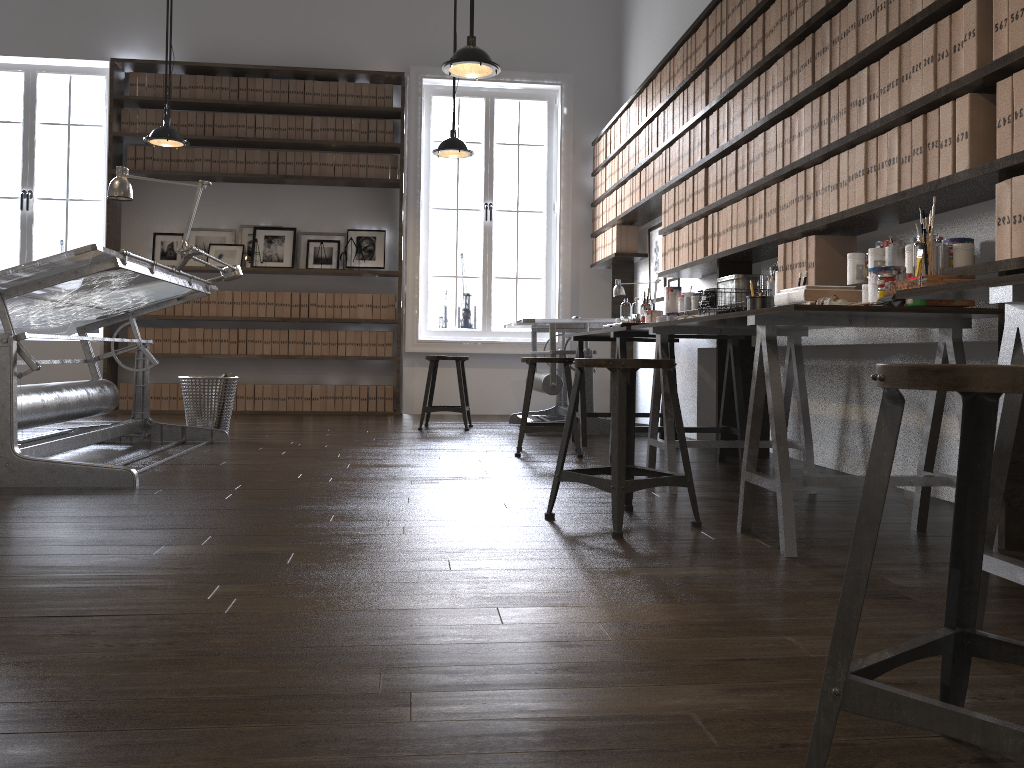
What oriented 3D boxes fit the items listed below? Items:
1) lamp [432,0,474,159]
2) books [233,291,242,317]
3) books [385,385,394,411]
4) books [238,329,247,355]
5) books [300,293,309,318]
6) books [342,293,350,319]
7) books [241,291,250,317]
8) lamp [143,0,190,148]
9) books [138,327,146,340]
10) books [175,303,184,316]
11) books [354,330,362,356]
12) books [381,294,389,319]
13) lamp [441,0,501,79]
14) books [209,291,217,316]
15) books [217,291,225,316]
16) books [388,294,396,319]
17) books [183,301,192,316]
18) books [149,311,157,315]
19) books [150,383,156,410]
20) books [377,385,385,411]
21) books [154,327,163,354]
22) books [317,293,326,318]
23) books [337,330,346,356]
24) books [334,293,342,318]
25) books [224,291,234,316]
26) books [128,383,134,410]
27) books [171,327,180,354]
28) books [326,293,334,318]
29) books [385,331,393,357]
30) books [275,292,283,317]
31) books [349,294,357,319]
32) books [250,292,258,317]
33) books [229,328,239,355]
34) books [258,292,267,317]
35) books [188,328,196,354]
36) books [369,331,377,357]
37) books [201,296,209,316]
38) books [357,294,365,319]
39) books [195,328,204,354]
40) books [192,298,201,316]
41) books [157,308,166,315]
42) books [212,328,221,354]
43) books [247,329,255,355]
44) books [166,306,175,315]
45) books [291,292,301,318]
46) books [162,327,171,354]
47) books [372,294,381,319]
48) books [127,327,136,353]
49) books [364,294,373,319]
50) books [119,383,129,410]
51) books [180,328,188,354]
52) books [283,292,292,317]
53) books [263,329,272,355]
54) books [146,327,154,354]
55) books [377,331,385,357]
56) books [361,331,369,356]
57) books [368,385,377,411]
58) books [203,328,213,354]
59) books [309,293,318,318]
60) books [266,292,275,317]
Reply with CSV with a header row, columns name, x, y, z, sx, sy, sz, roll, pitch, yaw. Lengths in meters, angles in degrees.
name,x,y,z,sx,sy,sz,roll,pitch,yaw
lamp,-0.422,-2.834,6.604,0.312,2.255,0.310,1,-1,-27
books,-2.381,-0.691,7.719,0.067,0.226,0.174,1,0,-6
books,-1.085,0.127,7.851,0.067,0.226,0.174,1,0,-6
books,-2.336,-0.368,7.717,0.067,0.226,0.174,1,0,-6
books,-1.816,-0.685,7.782,0.067,0.226,0.174,1,0,-6
books,-1.463,-0.681,7.821,0.067,0.226,0.174,1,0,-7
books,-2.311,-0.690,7.730,0.067,0.226,0.174,1,0,-7
lamp,-2.463,-2.854,6.379,0.312,2.255,0.310,1,-1,-27
books,-3.170,-0.376,7.622,0.067,0.226,0.174,1,0,-7
books,-2.860,-0.695,7.670,0.067,0.226,0.174,1,0,-6
books,-1.363,-0.358,7.830,0.067,0.226,0.174,1,0,-7
books,-1.130,-0.678,7.865,0.067,0.226,0.174,1,0,-6
lamp,-0.200,-2.771,4.670,0.312,2.255,0.310,1,-1,-27
books,-2.581,-0.692,7.695,0.067,0.226,0.174,1,0,-6
books,-2.515,-0.692,7.707,0.067,0.226,0.174,1,0,-7
books,-1.064,-0.677,7.865,0.067,0.226,0.174,1,0,-6
books,-2.789,-0.695,7.673,0.067,0.226,0.174,1,0,-6
books,-3.073,-0.698,7.644,0.067,0.226,0.174,1,0,-7
books,-3.098,0.107,7.624,0.067,0.226,0.174,1,0,-7
books,-1.160,0.126,7.845,0.067,0.226,0.174,1,0,-7
books,-3.030,-0.375,7.645,0.067,0.226,0.174,1,0,-6
books,-1.671,-0.683,7.799,0.067,0.226,0.174,1,0,-7
books,-1.497,-0.359,7.812,0.067,0.226,0.174,1,0,-6
books,-1.531,-0.682,7.819,0.067,0.226,0.174,1,0,-6
books,-2.453,-0.691,7.712,0.067,0.226,0.174,1,0,-7
books,-3.240,0.106,7.610,0.067,0.226,0.174,1,0,-7
books,-2.890,-0.373,7.655,0.067,0.226,0.174,1,0,-7
books,-1.601,-0.683,7.811,0.067,0.226,0.174,1,0,-6
books,-1.089,-0.355,7.858,0.067,0.226,0.174,1,0,-6
books,-2.028,-0.687,7.757,0.067,0.226,0.174,1,0,-7
books,-1.397,-0.681,7.833,0.067,0.226,0.174,1,0,-6
books,-2.242,-0.689,7.740,0.067,0.226,0.174,1,0,-7
books,-2.411,-0.368,7.714,0.067,0.226,0.174,1,0,-7
books,-2.172,-0.689,7.744,0.067,0.226,0.174,1,0,-6
books,-2.756,-0.372,7.674,0.067,0.226,0.174,1,0,-6
books,-1.230,-0.357,7.846,0.067,0.226,0.174,1,0,-7
books,-2.649,-0.693,7.693,0.067,0.226,0.174,1,0,-7
books,-1.335,-0.680,7.838,0.067,0.226,0.174,1,0,-6
books,-2.689,-0.371,7.676,0.067,0.226,0.174,1,0,-7
books,-2.719,-0.694,7.685,0.067,0.226,0.174,1,0,-7
books,-3.009,-0.697,7.653,0.067,0.226,0.174,1,0,-6
books,-2.552,-0.370,7.698,0.067,0.226,0.174,1,0,-6
books,-2.263,-0.367,7.731,0.067,0.226,0.174,1,0,-7
books,-2.934,-0.696,7.656,0.067,0.226,0.174,1,0,-7
books,-1.891,-0.686,7.779,0.067,0.226,0.174,1,0,-7
books,-2.960,-0.374,7.651,0.067,0.226,0.174,1,0,-6
books,-1.199,-0.679,7.855,0.067,0.226,0.174,1,0,-6
books,-3.242,-0.376,7.614,0.067,0.226,0.174,1,0,-6
books,-1.268,-0.679,7.844,0.067,0.226,0.174,1,0,-7
books,-3.310,0.105,7.604,0.067,0.226,0.174,1,0,-7
books,-2.818,-0.372,7.665,0.067,0.226,0.174,1,0,-6
books,-1.966,-0.687,7.768,0.067,0.226,0.174,1,0,-6
books,-2.126,-0.366,7.743,0.067,0.226,0.174,1,0,-7
books,-3.099,-0.375,7.633,0.067,0.226,0.174,1,0,-7
books,-1.159,-0.356,7.854,0.067,0.226,0.174,1,0,-7
books,-1.296,-0.357,7.833,0.067,0.226,0.174,1,0,-6
books,-1.233,0.126,7.832,0.067,0.226,0.174,1,0,-6
books,-2.623,-0.371,7.690,0.067,0.226,0.174,1,0,-6
books,-1.742,-0.684,7.796,0.067,0.226,0.174,1,0,-7
books,-2.100,-0.688,7.749,0.067,0.226,0.174,1,0,-6
